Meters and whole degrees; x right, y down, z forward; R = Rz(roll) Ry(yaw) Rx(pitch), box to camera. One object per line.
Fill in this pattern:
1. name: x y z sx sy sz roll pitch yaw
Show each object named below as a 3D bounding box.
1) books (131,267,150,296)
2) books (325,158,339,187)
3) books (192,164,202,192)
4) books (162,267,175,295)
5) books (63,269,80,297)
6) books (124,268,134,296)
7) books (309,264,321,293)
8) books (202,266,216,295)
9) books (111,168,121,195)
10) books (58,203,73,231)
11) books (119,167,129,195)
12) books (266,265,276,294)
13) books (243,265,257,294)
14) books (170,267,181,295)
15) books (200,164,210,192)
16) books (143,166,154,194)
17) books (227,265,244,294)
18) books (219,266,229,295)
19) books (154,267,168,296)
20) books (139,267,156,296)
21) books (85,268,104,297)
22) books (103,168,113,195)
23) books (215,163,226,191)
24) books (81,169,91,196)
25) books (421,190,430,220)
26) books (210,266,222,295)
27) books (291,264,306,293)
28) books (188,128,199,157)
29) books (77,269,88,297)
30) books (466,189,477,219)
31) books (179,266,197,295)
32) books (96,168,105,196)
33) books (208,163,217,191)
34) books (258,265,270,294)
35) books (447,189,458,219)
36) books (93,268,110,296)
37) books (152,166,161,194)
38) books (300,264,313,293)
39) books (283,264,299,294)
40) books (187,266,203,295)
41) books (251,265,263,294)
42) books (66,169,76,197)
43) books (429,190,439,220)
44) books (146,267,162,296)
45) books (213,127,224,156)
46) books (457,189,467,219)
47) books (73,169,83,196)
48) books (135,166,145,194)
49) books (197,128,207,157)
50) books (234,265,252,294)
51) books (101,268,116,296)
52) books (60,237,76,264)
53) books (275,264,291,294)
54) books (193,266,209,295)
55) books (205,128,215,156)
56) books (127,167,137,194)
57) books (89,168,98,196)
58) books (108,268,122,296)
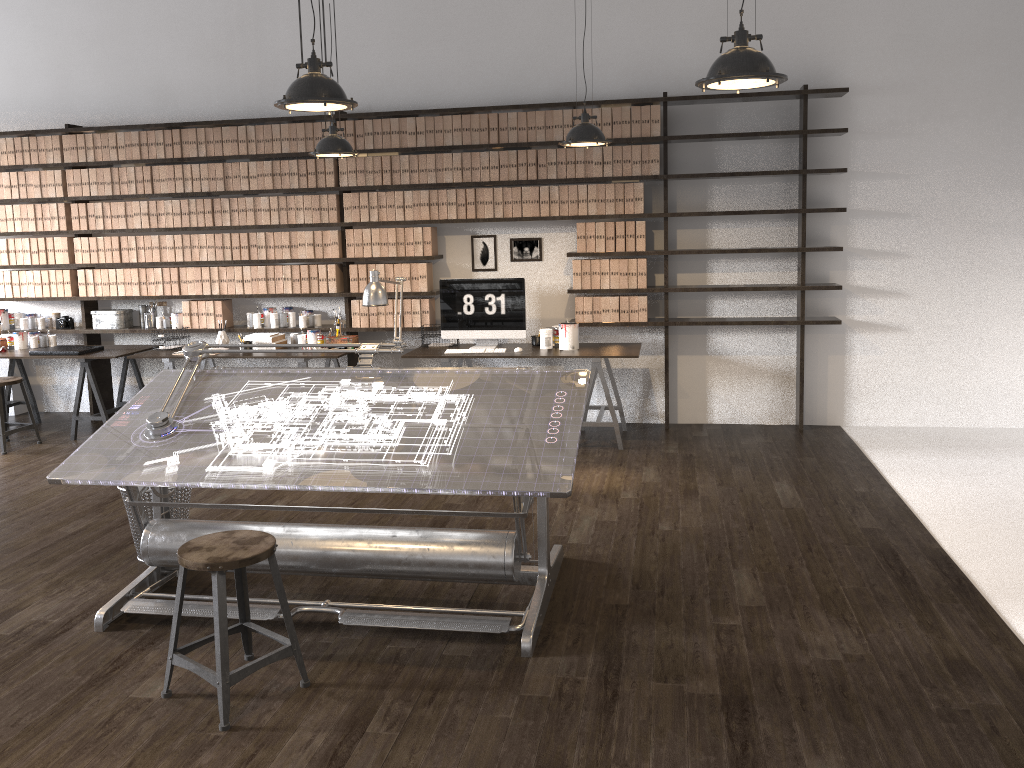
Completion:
1. books: -3.066 -0.846 7.326 0.067 0.224 0.176 0 8 10
2. books: -1.390 -1.644 6.924 0.067 0.224 0.176 0 8 10
3. books: -2.492 -1.648 7.118 0.067 0.224 0.176 0 8 10
4. books: -2.789 -0.846 7.282 0.067 0.224 0.176 0 8 10
5. books: -3.674 -0.849 7.435 0.067 0.224 0.176 0 8 10
6. books: -3.131 -0.848 7.342 0.067 0.224 0.176 0 8 10
7. books: -1.545 -0.841 7.059 0.067 0.224 0.176 0 8 10
8. books: -2.446 -0.844 7.214 0.067 0.224 0.176 0 8 10
9. books: -3.190 -1.652 7.248 0.067 0.224 0.176 0 8 10
10. books: -3.687 -1.390 7.372 0.067 0.224 0.176 0 8 10
11. books: -3.120 -1.652 7.236 0.067 0.224 0.175 0 8 10
12. books: -1.901 -0.843 7.123 0.067 0.224 0.176 0 8 10
13. books: -2.096 -0.843 7.155 0.067 0.224 0.176 0 8 10
14. books: -2.716 -0.845 7.264 0.067 0.224 0.176 0 8 10
15. books: -2.421 -1.648 7.107 0.067 0.224 0.176 0 8 10
16. books: -2.908 -1.650 7.192 0.067 0.224 0.176 0 8 10
17. books: -2.236 -0.844 7.182 0.067 0.224 0.176 0 8 10
18. books: -2.304 -0.844 7.196 0.067 0.224 0.175 0 8 10
19. books: -2.860 -0.846 7.290 0.067 0.224 0.175 0 8 10
20. books: -2.999 -0.847 7.319 0.067 0.224 0.176 0 8 10
21. books: -3.471 -0.849 7.401 0.067 0.224 0.175 0 8 10
22. books: -3.258 -1.651 7.254 0.067 0.224 0.176 0 8 10
23. books: -2.294 -1.647 7.081 0.067 0.224 0.176 0 8 10
24. books: -3.457 -1.652 7.291 0.067 0.224 0.176 0 8 10
25. books: -0.645 -1.375 6.821 0.067 0.224 0.176 0 8 10
26. books: -2.374 -0.844 7.205 0.067 0.224 0.175 0 8 10
27. books: -1.692 -0.842 7.086 0.067 0.224 0.176 0 8 10
28. books: -2.507 -1.921 7.084 0.067 0.224 0.176 0 8 10
29. books: -3.543 -0.848 7.411 0.067 0.224 0.176 0 8 10
30. books: -0.295 -1.374 6.759 0.067 0.224 0.176 0 8 10
31. books: -2.642 -0.846 7.256 0.067 0.224 0.176 0 8 10
32. books: -3.323 -1.652 7.271 0.067 0.224 0.176 0 8 10
33. books: -2.358 -1.648 7.098 0.067 0.224 0.176 0 8 10
34. books: -1.969 -0.842 7.129 0.067 0.224 0.176 0 8 10
35. books: -0.439 -1.375 6.786 0.067 0.224 0.175 0 8 10
36. books: -3.402 -0.849 7.393 0.067 0.224 0.175 0 8 10
37. books: -2.834 -1.650 7.185 0.067 0.224 0.176 0 8 10
38. books: -1.619 -0.841 7.067 0.067 0.224 0.176 0 8 10
39. books: -1.763 -0.841 7.094 0.067 0.224 0.175 0 8 10
40. books: -2.578 -0.845 7.242 0.067 0.224 0.176 0 8 10
41. books: -2.034 -0.843 7.145 0.067 0.224 0.176 0 8 10
42. books: -3.593 -1.654 7.321 0.067 0.224 0.175 0 8 10
43. books: -0.578 -1.376 6.815 0.067 0.224 0.176 0 8 10
44. books: -2.929 -0.847 7.307 0.067 0.224 0.175 0 8 10
45. books: -2.298 -1.921 7.051 0.067 0.224 0.176 0 8 10
46. books: -0.368 -1.375 6.778 0.067 0.224 0.176 0 8 10
47. books: -3.525 -1.653 7.307 0.067 0.224 0.176 0 8 10
48. books: -2.981 -1.651 7.211 0.067 0.224 0.176 0 8 10
49. books: -2.435 -1.921 7.074 0.067 0.224 0.175 0 8 10
50. books: -2.167 -0.843 7.166 0.067 0.224 0.176 0 8 10
51. books: -3.333 -0.848 7.379 0.067 0.224 0.176 0 8 10
52. books: -3.677 -1.116 7.400 0.067 0.224 0.176 0 8 10
53. books: -1.831 -0.842 7.110 0.067 0.224 0.175 0 8 10
54. books: -2.517 -0.844 7.227 0.067 0.224 0.176 0 8 10
55. books: -2.366 -1.922 7.066 0.067 0.224 0.175 0 8 10
56. books: -3.052 -1.650 7.219 0.067 0.224 0.175 0 8 10
57. books: -3.385 -1.652 7.280 0.067 0.224 0.176 0 8 10
58. books: -3.265 -0.848 7.362 0.067 0.224 0.176 0 8 10
